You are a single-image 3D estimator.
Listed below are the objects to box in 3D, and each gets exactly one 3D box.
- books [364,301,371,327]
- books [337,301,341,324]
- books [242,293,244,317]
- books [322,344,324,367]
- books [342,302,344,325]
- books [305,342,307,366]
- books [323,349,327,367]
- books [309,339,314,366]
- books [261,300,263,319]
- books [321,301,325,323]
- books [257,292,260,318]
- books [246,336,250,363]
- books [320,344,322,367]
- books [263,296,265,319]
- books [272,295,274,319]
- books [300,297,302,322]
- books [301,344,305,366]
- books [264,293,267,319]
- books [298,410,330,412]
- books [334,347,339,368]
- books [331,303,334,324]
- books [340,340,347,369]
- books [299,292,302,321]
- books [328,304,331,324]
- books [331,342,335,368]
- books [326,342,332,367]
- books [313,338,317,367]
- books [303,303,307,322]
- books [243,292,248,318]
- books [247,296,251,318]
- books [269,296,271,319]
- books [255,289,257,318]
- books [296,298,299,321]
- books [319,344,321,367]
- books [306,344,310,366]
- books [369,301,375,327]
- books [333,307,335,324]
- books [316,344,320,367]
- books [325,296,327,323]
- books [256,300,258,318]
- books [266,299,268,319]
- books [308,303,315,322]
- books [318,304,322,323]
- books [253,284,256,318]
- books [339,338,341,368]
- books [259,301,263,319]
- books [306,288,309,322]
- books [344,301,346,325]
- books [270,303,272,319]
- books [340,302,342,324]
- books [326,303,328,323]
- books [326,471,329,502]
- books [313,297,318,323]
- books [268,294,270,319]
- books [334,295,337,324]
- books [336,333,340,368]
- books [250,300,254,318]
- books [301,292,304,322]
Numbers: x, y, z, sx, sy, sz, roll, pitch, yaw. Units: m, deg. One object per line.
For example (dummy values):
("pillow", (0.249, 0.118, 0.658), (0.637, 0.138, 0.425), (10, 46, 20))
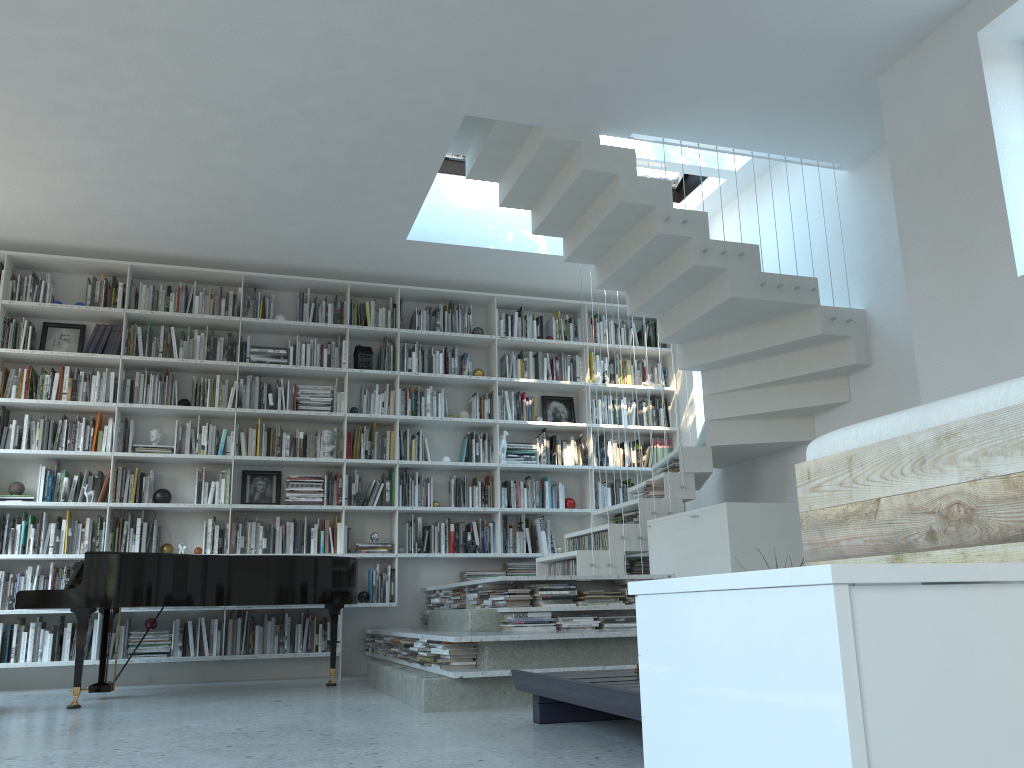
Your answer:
("books", (-1.225, -0.545, 7.479), (0.054, 0.254, 0.191), (3, -15, -17))
("books", (-1.459, -0.550, 7.418), (0.028, 0.243, 0.161), (3, -15, -17))
("books", (-2.188, -0.594, 7.205), (0.012, 0.253, 0.161), (3, -15, -17))
("books", (-1.563, -0.196, 7.288), (0.012, 0.230, 0.158), (3, -15, -17))
("books", (-1.426, -0.546, 7.429), (0.014, 0.238, 0.153), (3, -15, -17))
("books", (-1.698, -0.207, 7.262), (0.012, 0.244, 0.132), (3, -15, -17))
("books", (-1.542, -0.176, 7.286), (0.029, 0.188, 0.176), (3, -15, -17))
("books", (-1.655, -0.216, 7.289), (0.029, 0.273, 0.141), (3, -15, -17))
("books", (-2.045, -0.572, 7.259), (0.006, 0.232, 0.136), (3, -15, -17))
("books", (-1.575, -0.554, 7.379), (0.023, 0.236, 0.154), (3, -15, -17))
("books", (-2.066, -0.597, 7.223), (0.011, 0.264, 0.164), (3, -15, -17))
("books", (-2.117, -0.240, 7.108), (0.021, 0.248, 0.192), (3, -15, -17))
("books", (-1.576, -0.195, 7.291), (0.010, 0.229, 0.152), (3, -15, -17))
("books", (-2.032, -0.582, 7.251), (0.014, 0.247, 0.139), (3, -15, -17))
("books", (-1.964, -0.585, 7.263), (0.011, 0.255, 0.144), (3, -15, -17))
("books", (-1.750, -0.576, 7.340), (0.011, 0.266, 0.129), (3, -15, -17))
("books", (-1.712, -0.198, 7.241), (0.027, 0.216, 0.190), (3, -15, -17))
("books", (-2.017, -0.591, 7.251), (0.013, 0.263, 0.147), (3, -15, -17))
("books", (-1.604, 0.240, 7.175), (0.254, 0.012, 0.161), (2, -15, -14))
("books", (-1.457, -0.178, 7.314), (0.029, 0.202, 0.192), (3, -15, -17))
("books", (-1.515, -0.543, 7.420), (0.026, 0.233, 0.137), (3, -15, -17))
("books", (-1.388, -0.205, 7.284), (0.037, 0.236, 0.273), (3, -15, -17))
("books", (-1.757, -0.593, 7.324), (0.014, 0.291, 0.176), (3, -15, -17))
("books", (-1.525, -0.540, 7.368), (0.023, 0.201, 0.193), (3, -15, -17))
("books", (-1.490, -0.204, 7.326), (0.029, 0.260, 0.133), (3, -15, -17))
("books", (-1.514, -0.203, 7.301), (0.032, 0.247, 0.174), (3, -15, -17))
("books", (-1.624, -0.218, 7.277), (0.023, 0.269, 0.185), (3, -15, -17))
("books", (-1.720, -0.545, 7.345), (0.031, 0.208, 0.147), (3, -15, -17))
("books", (-2.164, -0.597, 7.192), (0.026, 0.252, 0.186), (3, -15, -17))
("books", (-2.146, -0.579, 7.214), (0.023, 0.227, 0.157), (3, -15, -17))
("books", (-1.989, -0.579, 7.271), (0.013, 0.249, 0.148), (3, -15, -17))
("books", (-2.091, -0.610, 7.234), (0.010, 0.295, 0.153), (3, -15, -17))
("books", (-1.774, -0.566, 7.331), (0.012, 0.245, 0.151), (3, -15, -17))
("books", (-1.590, -0.197, 7.300), (0.011, 0.238, 0.139), (3, -15, -17))
("books", (-1.675, -0.196, 7.256), (0.028, 0.218, 0.184), (3, -15, -17))
("books", (-1.191, -0.548, 7.513), (0.030, 0.274, 0.152), (3, -15, -17))
("books", (-1.494, -0.529, 7.417), (0.014, 0.204, 0.135), (3, -15, -17))
("books", (-1.599, -0.196, 7.270), (0.023, 0.222, 0.191), (3, -15, -17))
("books", (-1.556, -0.573, 7.374), (0.010, 0.269, 0.180), (3, -15, -17))
("books", (-2.084, -0.563, 7.237), (0.011, 0.205, 0.146), (3, -15, -17))
("books", (-2.002, -0.569, 7.246), (0.016, 0.218, 0.144), (3, -15, -17))
("books", (-1.667, -0.548, 7.344), (0.050, 0.210, 0.173), (3, -15, -17))
("books", (-1.601, -0.540, 7.362), (0.033, 0.202, 0.166), (3, -15, -17))
("books", (-2.105, -0.631, 7.241), (0.014, 0.340, 0.145), (3, -14, -17))
("books", (-1.436, -0.216, 7.360), (0.010, 0.298, 0.133), (3, -14, -17))
("books", (-2.053, -0.560, 7.231), (0.023, 0.195, 0.172), (3, -15, -17))
("books", (-1.696, -0.609, 7.345), (0.010, 0.330, 0.186), (3, -15, -17))
("books", (-1.411, -0.552, 7.443), (0.022, 0.256, 0.137), (3, -15, -17))
("books", (-1.975, -0.550, 7.258), (0.010, 0.186, 0.153), (3, -15, -17))
("books", (-1.442, -0.547, 7.434), (0.014, 0.243, 0.145), (3, -15, -17))
("books", (-1.548, -0.544, 7.381), (0.012, 0.216, 0.180), (3, -15, -17))
("books", (-1.476, 0.850, 7.085), (0.011, 0.298, 0.130), (3, -14, -17))
("books", (-1.636, -0.570, 7.379), (0.028, 0.269, 0.140), (3, -15, -17))
("books", (-1.992, -0.587, 7.251), (0.005, 0.254, 0.168), (3, -15, -17))
("books", (-1.481, -0.581, 7.427), (0.012, 0.307, 0.138), (3, -14, -17))
("books", (-1.442, -0.238, 7.344), (0.012, 0.333, 0.156), (3, -14, -17))
("books", (-2.118, -0.565, 7.205), (0.026, 0.194, 0.167), (3, -15, -17))
("books", (-1.737, -0.591, 7.338), (0.011, 0.295, 0.157), (3, -15, -17))
